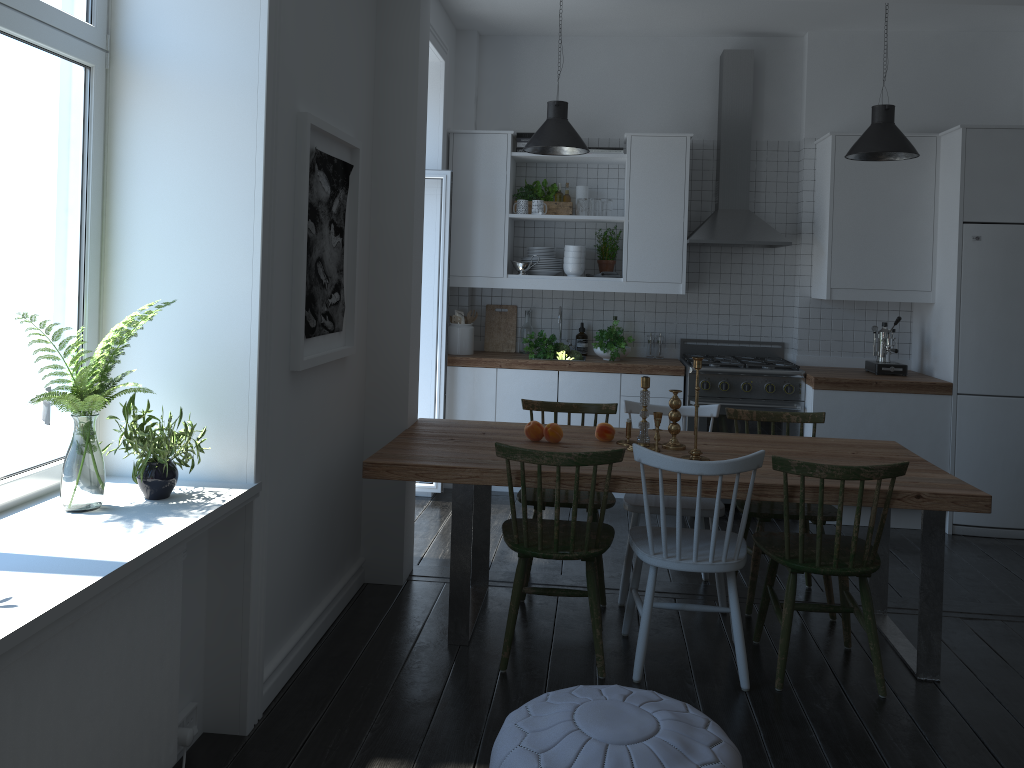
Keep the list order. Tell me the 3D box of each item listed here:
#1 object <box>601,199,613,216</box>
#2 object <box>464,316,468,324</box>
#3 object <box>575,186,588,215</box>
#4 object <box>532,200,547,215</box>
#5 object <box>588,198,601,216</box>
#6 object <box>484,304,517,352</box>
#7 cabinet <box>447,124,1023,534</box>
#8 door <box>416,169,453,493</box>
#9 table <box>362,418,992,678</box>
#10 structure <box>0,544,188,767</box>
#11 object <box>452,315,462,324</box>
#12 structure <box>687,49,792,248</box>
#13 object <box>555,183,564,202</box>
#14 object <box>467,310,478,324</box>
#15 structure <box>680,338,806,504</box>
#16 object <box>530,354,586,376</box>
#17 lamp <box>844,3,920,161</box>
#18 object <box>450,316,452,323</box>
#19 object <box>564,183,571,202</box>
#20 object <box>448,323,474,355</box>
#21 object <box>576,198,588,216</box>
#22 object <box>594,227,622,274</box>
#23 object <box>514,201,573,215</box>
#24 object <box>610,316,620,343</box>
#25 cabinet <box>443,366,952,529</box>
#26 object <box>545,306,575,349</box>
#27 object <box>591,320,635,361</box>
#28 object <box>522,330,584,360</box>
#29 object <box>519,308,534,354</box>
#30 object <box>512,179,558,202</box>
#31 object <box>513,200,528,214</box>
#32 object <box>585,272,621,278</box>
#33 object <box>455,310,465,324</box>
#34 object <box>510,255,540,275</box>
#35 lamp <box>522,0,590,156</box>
[{"bbox_3d":[0.632,-1.169,5.866,0.086,0.119,0.086,1,3,-25],"label":"object"},{"bbox_3d":[-0.312,-0.333,5.958,0.050,0.247,0.115,1,2,-29],"label":"object"},{"bbox_3d":[0.480,-1.248,6.054,0.085,0.222,0.085,2,1,13],"label":"object"},{"bbox_3d":[0.185,-1.177,5.889,0.108,0.100,0.083,1,3,-5],"label":"object"},{"bbox_3d":[0.550,-1.166,5.820,0.086,0.119,0.086,3,3,29],"label":"object"},{"bbox_3d":[-0.080,-0.391,6.192,0.220,0.329,0.041,2,0,6],"label":"object"},{"bbox_3d":[1.392,-0.423,5.668,3.792,2.368,0.781,3,1,10],"label":"cabinet"},{"bbox_3d":[-0.693,-0.339,5.532,0.586,2.022,0.105,2,0,0],"label":"door"},{"bbox_3d":[0.592,0.632,3.657,2.227,0.715,1.024,2,5,6],"label":"table"},{"bbox_3d":[-0.953,0.776,1.865,0.073,0.625,1.071,2,5,6],"label":"structure"},{"bbox_3d":[-0.384,-0.334,5.895,0.054,0.262,0.150,2,2,-19],"label":"object"},{"bbox_3d":[1.480,-1.562,5.784,0.633,1.302,0.530,2,1,6],"label":"structure"},{"bbox_3d":[0.324,-1.264,6.035,0.060,0.224,0.060,2,1,-11],"label":"object"},{"bbox_3d":[-0.304,-0.355,5.954,0.131,0.295,0.056,1,1,-15],"label":"object"},{"bbox_3d":[1.458,0.252,5.697,0.700,1.017,0.725,2,3,6],"label":"structure"},{"bbox_3d":[0.307,-0.125,5.891,0.372,0.111,0.356,2,7,6],"label":"object"},{"bbox_3d":[2.052,-1.720,4.852,0.385,0.938,0.386,2,1,14],"label":"lamp"},{"bbox_3d":[-0.374,-0.332,5.918,0.117,0.251,0.061,3,1,36],"label":"object"},{"bbox_3d":[0.378,-1.271,6.073,0.056,0.233,0.056,2,1,9],"label":"object"},{"bbox_3d":[-0.343,-0.305,5.920,0.174,0.208,0.174,2,3,10],"label":"object"},{"bbox_3d":[0.466,-1.172,5.844,0.086,0.119,0.086,3,3,29],"label":"object"},{"bbox_3d":[0.659,-0.910,6.039,0.166,0.365,0.171,3,2,43],"label":"object"},{"bbox_3d":[0.219,-1.199,6.059,0.393,0.103,0.154,2,5,6],"label":"object"},{"bbox_3d":[0.703,-0.325,6.035,0.066,0.282,0.066,2,1,1],"label":"object"},{"bbox_3d":[1.054,0.337,5.734,3.186,0.813,0.732,3,4,14],"label":"cabinet"},{"bbox_3d":[0.356,-0.358,6.031,0.188,0.352,0.276,1,3,-18],"label":"object"},{"bbox_3d":[0.658,-0.290,5.810,0.271,0.268,0.340,2,5,-4],"label":"object"},{"bbox_3d":[0.275,-0.207,5.828,0.469,0.307,0.285,0,4,-21],"label":"object"},{"bbox_3d":[0.104,-0.373,6.143,0.098,0.317,0.098,2,1,6],"label":"object"},{"bbox_3d":[0.148,-1.288,6.067,0.347,0.254,0.164,1,2,-4],"label":"object"},{"bbox_3d":[0.065,-1.184,5.918,0.083,0.100,0.109,0,4,-25],"label":"object"},{"bbox_3d":[0.630,-0.733,5.908,0.245,0.042,0.279,2,7,-2],"label":"object"},{"bbox_3d":[-0.342,-0.352,5.930,0.064,0.289,0.141,2,2,-21],"label":"object"},{"bbox_3d":[0.082,-0.792,5.862,0.210,0.134,0.102,3,3,18],"label":"object"},{"bbox_3d":[-0.901,-1.098,5.214,2.701,2.507,0.493,2,1,6],"label":"lamp"}]
